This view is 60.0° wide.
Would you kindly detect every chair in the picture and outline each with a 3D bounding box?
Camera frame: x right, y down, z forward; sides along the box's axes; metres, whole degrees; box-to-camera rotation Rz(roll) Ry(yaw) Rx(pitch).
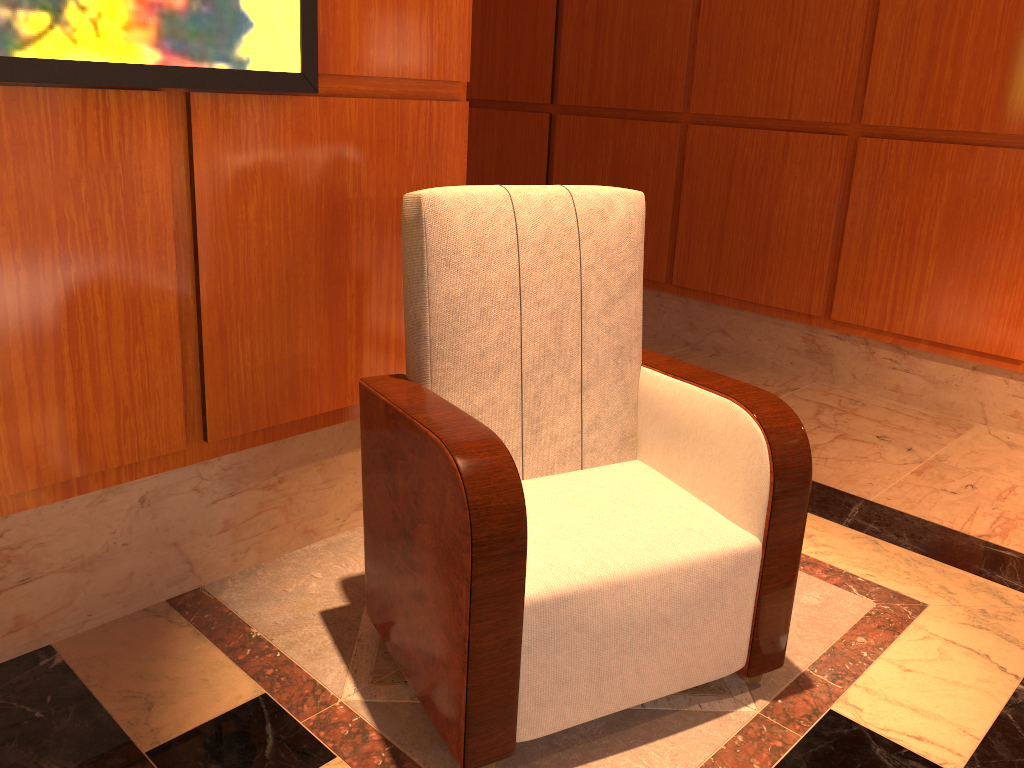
[{"bbox_3d":[0.125,0.109,1.800,0.739,0.950,0.634,-6,19,-27],"label":"chair"}]

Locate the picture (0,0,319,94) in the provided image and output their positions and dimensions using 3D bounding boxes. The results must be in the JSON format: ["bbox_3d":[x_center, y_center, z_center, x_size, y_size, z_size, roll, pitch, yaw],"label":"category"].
[{"bbox_3d":[-1.079,-1.250,0.962,0.057,1.717,2.006,18,23,40],"label":"picture"}]
